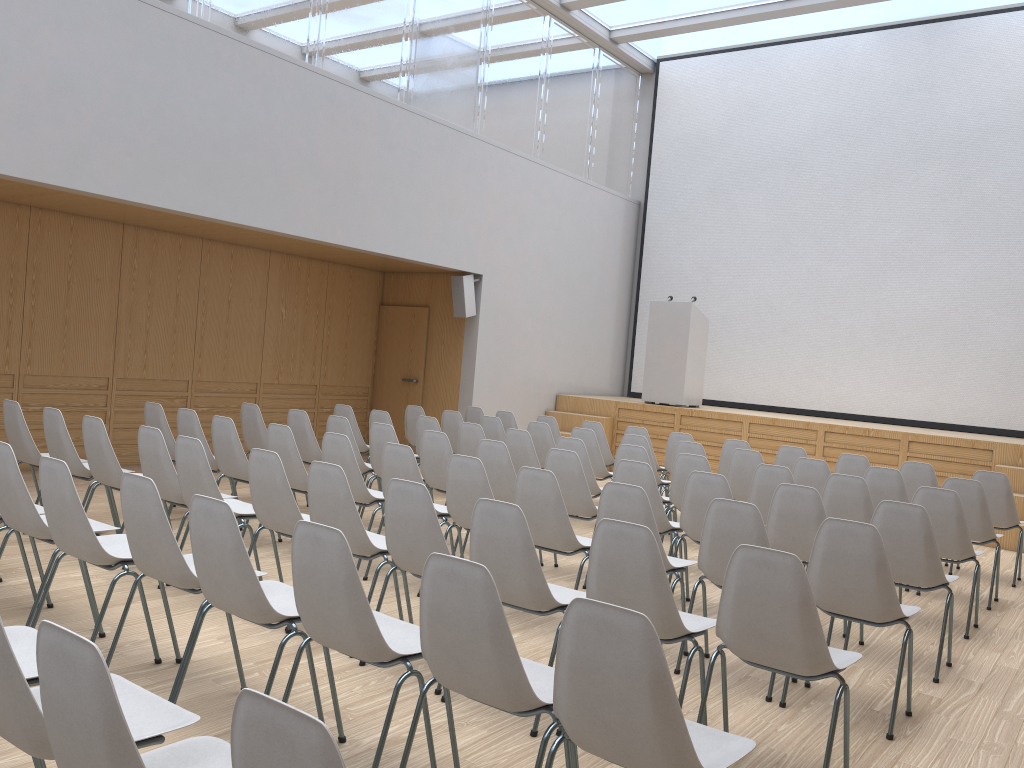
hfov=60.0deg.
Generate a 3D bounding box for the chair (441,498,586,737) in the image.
[{"bbox_3d":[0.058,0.901,3.691,0.479,0.876,0.505,6,2,36],"label":"chair"}]

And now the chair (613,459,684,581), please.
[{"bbox_3d":[0.864,0.917,5.677,0.479,0.876,0.505,6,2,36],"label":"chair"}]

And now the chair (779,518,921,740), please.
[{"bbox_3d":[1.537,1.018,3.954,0.479,0.876,0.505,6,2,36],"label":"chair"}]

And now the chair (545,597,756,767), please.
[{"bbox_3d":[0.341,0.961,2.302,0.479,0.876,0.505,6,2,36],"label":"chair"}]

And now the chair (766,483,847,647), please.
[{"bbox_3d":[1.690,1.001,5.113,0.479,0.876,0.505,6,2,36],"label":"chair"}]

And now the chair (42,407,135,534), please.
[{"bbox_3d":[-2.853,0.597,5.926,0.479,0.876,0.505,6,2,36],"label":"chair"}]

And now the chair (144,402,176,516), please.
[{"bbox_3d":[-2.644,0.586,7.022,0.479,0.876,0.505,6,2,36],"label":"chair"}]

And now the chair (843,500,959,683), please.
[{"bbox_3d":[2.100,1.046,4.731,0.479,0.876,0.505,6,2,36],"label":"chair"}]

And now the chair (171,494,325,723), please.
[{"bbox_3d":[-0.917,0.830,3.240,0.479,0.876,0.505,6,2,36],"label":"chair"}]

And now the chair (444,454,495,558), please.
[{"bbox_3d":[-0.148,0.845,5.176,0.479,0.876,0.505,6,2,36],"label":"chair"}]

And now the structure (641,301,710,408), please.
[{"bbox_3d":[2.214,-0.396,11.963,0.605,1.379,0.605,6,2,36],"label":"structure"}]

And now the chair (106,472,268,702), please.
[{"bbox_3d":[-1.312,0.788,3.586,0.479,0.876,0.505,6,2,36],"label":"chair"}]

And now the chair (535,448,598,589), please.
[{"bbox_3d":[0.445,0.873,6.016,0.479,0.876,0.505,6,2,36],"label":"chair"}]

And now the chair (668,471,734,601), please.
[{"bbox_3d":[1.250,0.957,5.373,0.479,0.876,0.505,6,2,36],"label":"chair"}]

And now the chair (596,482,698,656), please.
[{"bbox_3d":[0.659,0.929,4.540,0.479,0.876,0.505,6,2,36],"label":"chair"}]

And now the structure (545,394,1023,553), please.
[{"bbox_3d":[3.588,0.948,11.200,6.551,1.027,2.728,6,2,36],"label":"structure"}]

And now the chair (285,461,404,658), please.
[{"bbox_3d":[-0.762,0.813,4.387,0.479,0.876,0.505,6,2,36],"label":"chair"}]

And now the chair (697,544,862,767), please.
[{"bbox_3d":[0.963,0.991,3.170,0.479,0.876,0.505,6,2,36],"label":"chair"}]

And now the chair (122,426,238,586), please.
[{"bbox_3d":[-1.964,0.688,5.293,0.479,0.876,0.505,6,2,36],"label":"chair"}]

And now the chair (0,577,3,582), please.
[{"bbox_3d":[-3.008,0.613,4.804,0.479,0.876,0.505,6,2,36],"label":"chair"}]

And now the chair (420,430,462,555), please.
[{"bbox_3d":[-0.445,0.782,6.602,0.479,0.876,0.505,6,2,36],"label":"chair"}]

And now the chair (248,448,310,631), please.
[{"bbox_3d":[-1.136,0.774,4.681,0.479,0.876,0.505,6,2,36],"label":"chair"}]

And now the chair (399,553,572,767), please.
[{"bbox_3d":[-0.038,0.920,2.649,0.479,0.876,0.505,6,2,36],"label":"chair"}]

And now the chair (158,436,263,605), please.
[{"bbox_3d":[-1.619,0.726,4.959,0.479,0.876,0.505,6,2,36],"label":"chair"}]

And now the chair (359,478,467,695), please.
[{"bbox_3d":[-0.338,0.858,4.029,0.479,0.876,0.505,6,2,36],"label":"chair"}]

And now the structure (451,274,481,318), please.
[{"bbox_3d":[-0.584,-1.089,10.966,0.196,0.542,0.368,6,2,36],"label":"structure"}]

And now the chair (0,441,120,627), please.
[{"bbox_3d":[-2.183,0.699,4.183,0.479,0.876,0.505,6,2,36],"label":"chair"}]

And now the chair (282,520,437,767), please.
[{"bbox_3d":[-0.483,0.874,2.949,0.479,0.876,0.505,6,2,36],"label":"chair"}]

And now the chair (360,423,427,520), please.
[{"bbox_3d":[-0.865,0.740,6.882,0.479,0.876,0.505,6,2,36],"label":"chair"}]

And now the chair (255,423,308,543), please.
[{"bbox_3d":[-1.437,0.711,6.112,0.479,0.876,0.505,6,2,36],"label":"chair"}]

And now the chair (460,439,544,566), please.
[{"bbox_3d":[-0.022,0.827,6.270,0.479,0.876,0.505,6,2,36],"label":"chair"}]

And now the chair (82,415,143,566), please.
[{"bbox_3d":[-2.438,0.640,5.603,0.479,0.876,0.505,6,2,36],"label":"chair"}]

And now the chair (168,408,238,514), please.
[{"bbox_3d":[-2.275,0.625,6.720,0.479,0.876,0.505,6,2,36],"label":"chair"}]

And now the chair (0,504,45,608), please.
[{"bbox_3d":[-2.605,0.657,4.438,0.479,0.876,0.505,6,2,36],"label":"chair"}]

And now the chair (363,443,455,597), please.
[{"bbox_3d":[-0.570,0.800,5.505,0.479,0.876,0.505,6,2,36],"label":"chair"}]

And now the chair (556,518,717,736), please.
[{"bbox_3d":[0.523,0.946,3.455,0.479,0.876,0.505,6,2,36],"label":"chair"}]

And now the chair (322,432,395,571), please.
[{"bbox_3d":[-1.005,0.755,5.832,0.479,0.876,0.505,6,2,36],"label":"chair"}]

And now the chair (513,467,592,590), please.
[{"bbox_3d":[0.240,0.885,4.870,0.479,0.876,0.505,6,2,36],"label":"chair"}]

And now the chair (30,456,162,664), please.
[{"bbox_3d":[-1.757,0.744,3.823,0.479,0.876,0.505,6,2,36],"label":"chair"}]

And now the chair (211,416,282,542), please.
[{"bbox_3d":[-1.888,0.668,6.337,0.479,0.876,0.505,6,2,36],"label":"chair"}]

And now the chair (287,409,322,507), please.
[{"bbox_3d":[-1.657,0.656,7.529,0.479,0.876,0.505,6,2,36],"label":"chair"}]

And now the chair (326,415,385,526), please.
[{"bbox_3d":[-1.265,0.697,7.222,0.479,0.876,0.505,6,2,36],"label":"chair"}]

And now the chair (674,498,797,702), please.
[{"bbox_3d":[1.129,0.976,4.272,0.479,0.876,0.505,6,2,36],"label":"chair"}]
